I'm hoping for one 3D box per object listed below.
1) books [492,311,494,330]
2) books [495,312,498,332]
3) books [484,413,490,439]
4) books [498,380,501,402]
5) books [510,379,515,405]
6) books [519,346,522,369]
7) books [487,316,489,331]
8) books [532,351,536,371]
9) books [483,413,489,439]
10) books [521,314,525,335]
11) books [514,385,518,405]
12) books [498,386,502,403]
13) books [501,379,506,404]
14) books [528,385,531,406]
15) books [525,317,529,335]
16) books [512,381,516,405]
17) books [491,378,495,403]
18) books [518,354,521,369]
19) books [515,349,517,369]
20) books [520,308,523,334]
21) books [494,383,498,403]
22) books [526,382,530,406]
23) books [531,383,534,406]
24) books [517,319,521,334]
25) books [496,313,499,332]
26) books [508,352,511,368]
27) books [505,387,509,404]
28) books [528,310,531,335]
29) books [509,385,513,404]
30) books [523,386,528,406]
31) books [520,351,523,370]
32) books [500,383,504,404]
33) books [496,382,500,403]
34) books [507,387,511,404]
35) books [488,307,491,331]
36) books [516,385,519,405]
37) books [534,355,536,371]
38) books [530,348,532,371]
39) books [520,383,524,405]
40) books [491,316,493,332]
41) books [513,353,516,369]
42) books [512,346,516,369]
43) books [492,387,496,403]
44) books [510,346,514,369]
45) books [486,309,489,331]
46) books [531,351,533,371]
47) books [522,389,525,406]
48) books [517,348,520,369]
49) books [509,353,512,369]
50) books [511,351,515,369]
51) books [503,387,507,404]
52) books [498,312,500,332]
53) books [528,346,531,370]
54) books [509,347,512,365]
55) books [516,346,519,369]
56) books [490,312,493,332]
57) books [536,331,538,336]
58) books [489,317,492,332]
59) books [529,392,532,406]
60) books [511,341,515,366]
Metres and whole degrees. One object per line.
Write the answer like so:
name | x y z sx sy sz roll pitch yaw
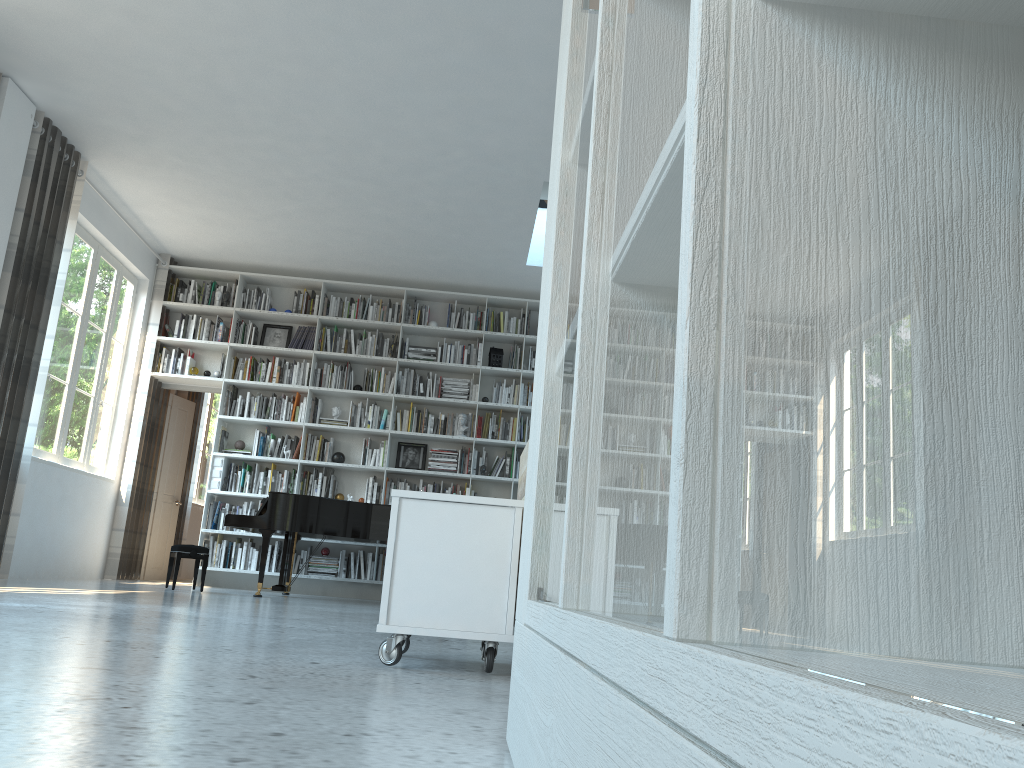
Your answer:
books | -0.203 -0.621 9.254 0.007 0.278 0.150 5 -12 -2
books | -0.162 -0.609 9.253 0.008 0.261 0.142 5 -12 -2
books | -0.257 0.445 9.015 0.035 0.292 0.145 5 -12 -2
books | -0.135 0.107 9.107 0.019 0.274 0.146 5 -12 -2
books | 0.001 0.110 9.110 0.028 0.293 0.154 5 -12 -2
books | 0.084 -0.241 9.200 0.005 0.291 0.130 5 -12 -2
books | -0.253 -0.586 9.254 0.016 0.204 0.143 5 -12 -2
books | 0.219 -0.205 9.190 0.026 0.242 0.148 5 -12 -2
books | -0.270 0.447 9.029 0.035 0.292 0.145 5 -12 -2
books | 0.108 -0.584 9.243 0.029 0.252 0.186 5 -12 -2
books | 0.031 0.140 9.087 0.028 0.229 0.177 5 -12 -2
books | -0.126 0.141 9.100 0.023 0.206 0.171 5 -12 -2
books | -0.090 0.105 9.082 0.028 0.274 0.187 5 -12 -2
books | 0.171 0.145 9.105 0.014 0.247 0.177 5 -12 -2
books | 0.149 -0.567 9.251 0.033 0.229 0.176 5 -12 -2
books | 0.016 0.119 9.107 0.025 0.276 0.173 5 -12 -2
books | -0.198 0.097 9.111 0.018 0.284 0.160 5 -12 -2
books | 0.070 -0.195 9.202 0.015 0.200 0.130 5 -12 -2
books | 0.037 -0.231 9.175 0.005 0.254 0.159 5 -12 -2
books | 0.089 -0.616 9.282 0.012 0.329 0.128 5 -12 -2
books | -0.168 0.121 9.107 0.024 0.242 0.159 5 -12 -2
books | 0.157 0.133 9.124 0.014 0.278 0.154 5 -12 -2
books | 0.206 0.137 9.138 0.014 0.283 0.135 5 -12 -2
books | 0.067 -0.556 9.251 0.022 0.193 0.182 5 -12 -2
books | -0.151 -0.598 9.233 0.015 0.233 0.171 5 -12 -2
books | -0.034 -0.214 9.184 0.019 0.213 0.156 5 -12 -2
books | -0.059 0.150 9.089 0.027 0.196 0.185 5 -12 -2
books | 0.173 -0.603 9.251 0.019 0.303 0.176 5 -12 -2
books | -0.019 0.137 9.102 0.024 0.233 0.150 5 -12 -2
books | 0.134 0.149 9.124 0.030 0.241 0.138 5 -12 -2
books | 0.090 -0.209 9.159 0.008 0.213 0.224 5 -12 -2
books | -0.110 0.127 9.098 0.023 0.235 0.179 5 -12 -2
books | -0.150 0.118 9.103 0.028 0.249 0.165 5 -12 -2
books | -0.038 0.145 9.092 0.029 0.210 0.158 5 -12 -2
books | -0.237 -0.635 9.247 0.007 0.297 0.181 5 -12 -2
books | 0.050 0.141 9.104 0.026 0.237 0.173 5 -12 -2
books | 0.244 -0.190 9.169 0.026 0.207 0.181 5 -12 -2
books | 0.189 -0.223 9.204 0.011 0.279 0.133 5 -12 -2
books | 0.094 0.136 9.100 0.028 0.251 0.190 5 -12 -2
books | -0.209 -0.614 9.241 0.006 0.259 0.166 5 -12 -2
books | 0.026 -0.208 9.180 0.013 0.210 0.140 5 -12 -2
books | 0.017 -0.251 9.168 0.021 0.287 0.179 5 -12 -2
books | -0.188 0.143 9.080 0.028 0.185 0.181 5 -12 -2
books | -0.007 -0.244 9.172 0.022 0.271 0.182 5 -12 -2
books | -0.261 -0.628 9.240 0.008 0.278 0.171 5 -12 -2
books | 0.199 -0.204 9.195 0.012 0.239 0.139 5 -12 -2
books | 0.111 0.164 9.123 0.013 0.209 0.140 5 -12 -2
books | 0.060 -0.229 9.161 0.013 0.247 0.186 5 -12 -2
books | -0.022 -0.204 9.190 0.022 0.199 0.143 5 -12 -2
books | 0.003 -0.213 9.182 0.024 0.216 0.169 5 -12 -2
books | -0.078 0.148 9.085 0.024 0.194 0.173 5 -12 -2
books | -0.141 -0.604 9.271 0.007 0.263 0.133 5 -12 -2
books | 0.179 -0.231 9.184 0.012 0.284 0.160 5 -12 -2
books | -0.023 -0.249 9.158 0.021 0.271 0.191 5 -12 -2
books | 0.046 -0.241 9.206 0.013 0.288 0.132 5 -12 -2
books | -0.216 -0.608 9.224 0.007 0.239 0.192 5 -12 -2
books | 0.270 -0.545 9.249 0.046 0.206 0.183 5 -12 -2
books | -0.230 -0.581 9.243 0.015 0.192 0.160 5 -12 -2
books | 0.185 0.183 9.111 0.021 0.178 0.137 5 -12 -2
books | 0.002 -0.273 9.194 0.025 0.338 0.143 5 -12 -2
